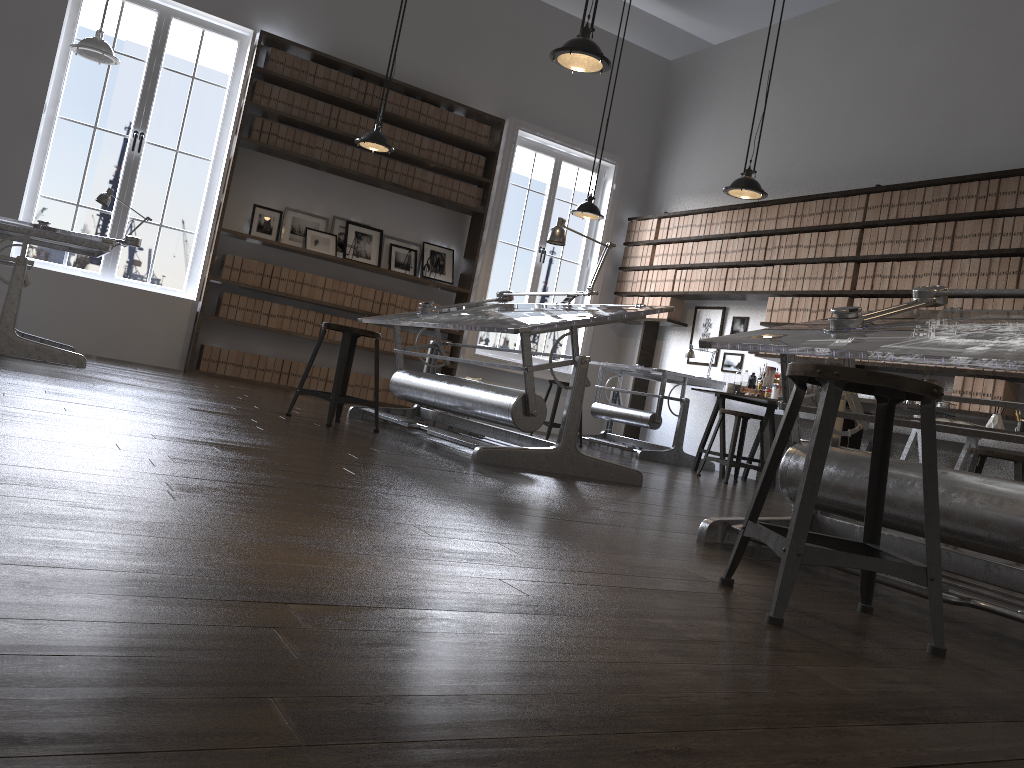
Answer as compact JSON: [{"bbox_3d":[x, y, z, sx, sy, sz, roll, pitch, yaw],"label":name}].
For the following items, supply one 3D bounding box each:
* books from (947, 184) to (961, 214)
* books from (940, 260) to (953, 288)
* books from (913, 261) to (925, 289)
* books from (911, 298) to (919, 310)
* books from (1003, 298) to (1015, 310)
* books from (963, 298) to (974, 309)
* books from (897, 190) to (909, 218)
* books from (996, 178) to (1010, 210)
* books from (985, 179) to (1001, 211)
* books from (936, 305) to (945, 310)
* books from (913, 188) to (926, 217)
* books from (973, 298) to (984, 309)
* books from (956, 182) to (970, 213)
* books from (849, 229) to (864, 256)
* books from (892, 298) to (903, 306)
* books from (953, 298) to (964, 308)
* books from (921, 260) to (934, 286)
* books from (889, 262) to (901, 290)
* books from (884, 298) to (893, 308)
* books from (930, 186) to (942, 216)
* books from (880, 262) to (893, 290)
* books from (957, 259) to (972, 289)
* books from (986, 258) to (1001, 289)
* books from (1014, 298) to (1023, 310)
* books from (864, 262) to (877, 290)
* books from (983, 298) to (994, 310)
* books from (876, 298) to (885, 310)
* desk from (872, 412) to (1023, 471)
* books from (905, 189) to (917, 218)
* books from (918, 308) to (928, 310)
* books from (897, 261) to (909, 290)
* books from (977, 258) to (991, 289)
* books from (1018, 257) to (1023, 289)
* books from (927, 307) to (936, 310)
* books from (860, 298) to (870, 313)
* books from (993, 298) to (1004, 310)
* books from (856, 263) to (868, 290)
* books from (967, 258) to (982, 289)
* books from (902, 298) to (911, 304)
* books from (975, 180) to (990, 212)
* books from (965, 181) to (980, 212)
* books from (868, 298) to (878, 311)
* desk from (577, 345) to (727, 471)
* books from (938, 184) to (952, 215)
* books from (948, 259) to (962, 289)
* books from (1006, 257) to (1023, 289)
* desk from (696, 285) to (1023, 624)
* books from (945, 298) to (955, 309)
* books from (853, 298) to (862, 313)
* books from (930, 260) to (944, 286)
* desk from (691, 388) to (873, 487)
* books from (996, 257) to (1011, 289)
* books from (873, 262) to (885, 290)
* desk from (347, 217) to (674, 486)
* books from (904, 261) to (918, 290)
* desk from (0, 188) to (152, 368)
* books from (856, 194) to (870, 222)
[{"bbox_3d":[3.199,-1.293,6.315,0.174,0.226,0.067,12,-4,-30],"label":"books"},{"bbox_3d":[3.111,-0.748,6.250,0.174,0.226,0.067,12,-4,-30],"label":"books"},{"bbox_3d":[3.009,-0.765,6.429,0.174,0.226,0.067,12,-4,-30],"label":"books"},{"bbox_3d":[2.954,-0.493,6.411,0.173,0.226,0.067,12,-4,-30],"label":"books"},{"bbox_3d":[3.294,-0.434,5.808,0.174,0.226,0.067,12,-4,-30],"label":"books"},{"bbox_3d":[3.156,-0.458,6.054,0.174,0.226,0.067,12,-4,-30],"label":"books"},{"bbox_3d":[2.998,-1.329,6.671,0.173,0.226,0.067,12,-4,-30],"label":"books"},{"bbox_3d":[3.378,-1.262,6.000,0.174,0.226,0.067,12,-4,-30],"label":"books"},{"bbox_3d":[3.337,-1.270,6.062,0.174,0.226,0.067,12,-4,-30],"label":"books"},{"bbox_3d":[3.055,-0.476,6.229,0.174,0.226,0.067,12,-4,-30],"label":"books"},{"bbox_3d":[3.062,-1.318,6.546,0.174,0.226,0.067,12,-4,-30],"label":"books"},{"bbox_3d":[3.194,-0.451,5.995,0.174,0.226,0.067,12,-4,-30],"label":"books"},{"bbox_3d":[3.234,-1.287,6.253,0.173,0.226,0.067,12,-4,-30],"label":"books"},{"bbox_3d":[2.756,-1.089,6.976,0.174,0.226,0.067,12,-4,-30],"label":"books"},{"bbox_3d":[2.881,-0.506,6.538,0.174,0.226,0.067,12,-4,-30],"label":"books"},{"bbox_3d":[3.122,-0.464,6.118,0.174,0.226,0.067,12,-4,-30],"label":"books"},{"bbox_3d":[3.039,-0.760,6.373,0.174,0.226,0.067,12,-4,-30],"label":"books"},{"bbox_3d":[2.909,-0.783,6.608,0.173,0.226,0.067,12,-4,-30],"label":"books"},{"bbox_3d":[2.849,-0.512,6.605,0.174,0.226,0.067,12,-4,-30],"label":"books"},{"bbox_3d":[3.132,-1.305,6.431,0.174,0.226,0.067,12,-4,-30],"label":"books"},{"bbox_3d":[2.870,-0.790,6.667,0.173,0.226,0.067,12,-4,-30],"label":"books"},{"bbox_3d":[3.178,-0.736,6.128,0.173,0.226,0.067,12,-4,-30],"label":"books"},{"bbox_3d":[3.282,-0.718,5.948,0.174,0.226,0.067,12,-4,-30],"label":"books"},{"bbox_3d":[3.330,-0.428,5.745,0.174,0.226,0.067,12,-4,-30],"label":"books"},{"bbox_3d":[2.798,-0.802,6.794,0.174,0.226,0.067,12,-4,-30],"label":"books"},{"bbox_3d":[3.230,-0.445,5.935,0.173,0.226,0.067,12,-4,-30],"label":"books"},{"bbox_3d":[2.815,-0.518,6.661,0.174,0.226,0.067,12,-4,-30],"label":"books"},{"bbox_3d":[2.974,0.639,5.182,0.652,0.671,1.673,12,-1,-30],"label":"desk"},{"bbox_3d":[3.031,-1.323,6.609,0.174,0.226,0.067,12,-4,-30],"label":"books"},{"bbox_3d":[2.992,-0.487,6.352,0.173,0.226,0.067,12,-4,-30],"label":"books"},{"bbox_3d":[2.944,-0.777,6.546,0.174,0.226,0.067,12,-4,-30],"label":"books"},{"bbox_3d":[3.247,-0.724,6.001,0.174,0.226,0.067,12,-4,-30],"label":"books"},{"bbox_3d":[3.390,-0.699,5.763,0.174,0.226,0.067,12,-4,-30],"label":"books"},{"bbox_3d":[3.027,-0.481,6.290,0.174,0.226,0.067,12,-4,-30],"label":"books"},{"bbox_3d":[2.744,-0.530,6.776,0.174,0.226,0.067,12,-4,-30],"label":"books"},{"bbox_3d":[3.261,-0.440,5.872,0.173,0.226,0.067,12,-4,-30],"label":"books"},{"bbox_3d":[2.766,-0.808,6.861,0.174,0.226,0.067,12,-4,-30],"label":"books"},{"bbox_3d":[3.211,-0.730,6.064,0.174,0.226,0.067,12,-4,-30],"label":"books"},{"bbox_3d":[2.923,-0.499,6.475,0.174,0.226,0.067,12,-4,-30],"label":"books"},{"bbox_3d":[3.304,-1.275,6.130,0.174,0.226,0.067,12,-4,-30],"label":"books"},{"bbox_3d":[3.265,-1.282,6.189,0.173,0.226,0.067,12,-4,-30],"label":"books"},{"bbox_3d":[2.780,-0.524,6.714,0.174,0.226,0.067,12,-4,-30],"label":"books"},{"bbox_3d":[1.312,0.126,8.133,1.066,1.101,1.272,12,-2,-30],"label":"desk"},{"bbox_3d":[3.161,-1.300,6.370,0.174,0.226,0.067,12,-4,-30],"label":"books"},{"bbox_3d":[3.147,-0.741,6.191,0.173,0.226,0.067,12,-4,-30],"label":"books"},{"bbox_3d":[3.348,-0.706,5.825,0.174,0.226,0.067,12,-4,-30],"label":"books"},{"bbox_3d":[1.580,-0.030,2.270,1.071,1.390,2.074,12,-2,-30],"label":"desk"},{"bbox_3d":[3.092,-0.469,6.173,0.174,0.226,0.067,12,-4,-30],"label":"books"},{"bbox_3d":[2.711,-0.536,6.841,0.173,0.226,0.067,12,-4,-30],"label":"books"},{"bbox_3d":[3.073,-0.754,6.310,0.174,0.226,0.067,12,-4,-30],"label":"books"},{"bbox_3d":[2.104,0.487,6.715,0.652,0.671,1.673,12,-1,-30],"label":"desk"},{"bbox_3d":[3.316,-0.712,5.892,0.174,0.226,0.067,12,-4,-30],"label":"books"},{"bbox_3d":[2.839,-0.795,6.731,0.174,0.226,0.067,12,-4,-30],"label":"books"},{"bbox_3d":[-0.075,-0.319,5.183,1.071,1.390,2.286,12,-2,-30],"label":"desk"},{"bbox_3d":[2.972,-0.772,6.485,0.174,0.226,0.067,12,-4,-30],"label":"books"},{"bbox_3d":[-3.009,-0.778,5.698,1.165,1.192,1.272,12,-2,-30],"label":"desk"},{"bbox_3d":[2.811,-1.361,6.986,0.174,0.226,0.067,12,-4,-30],"label":"books"}]
